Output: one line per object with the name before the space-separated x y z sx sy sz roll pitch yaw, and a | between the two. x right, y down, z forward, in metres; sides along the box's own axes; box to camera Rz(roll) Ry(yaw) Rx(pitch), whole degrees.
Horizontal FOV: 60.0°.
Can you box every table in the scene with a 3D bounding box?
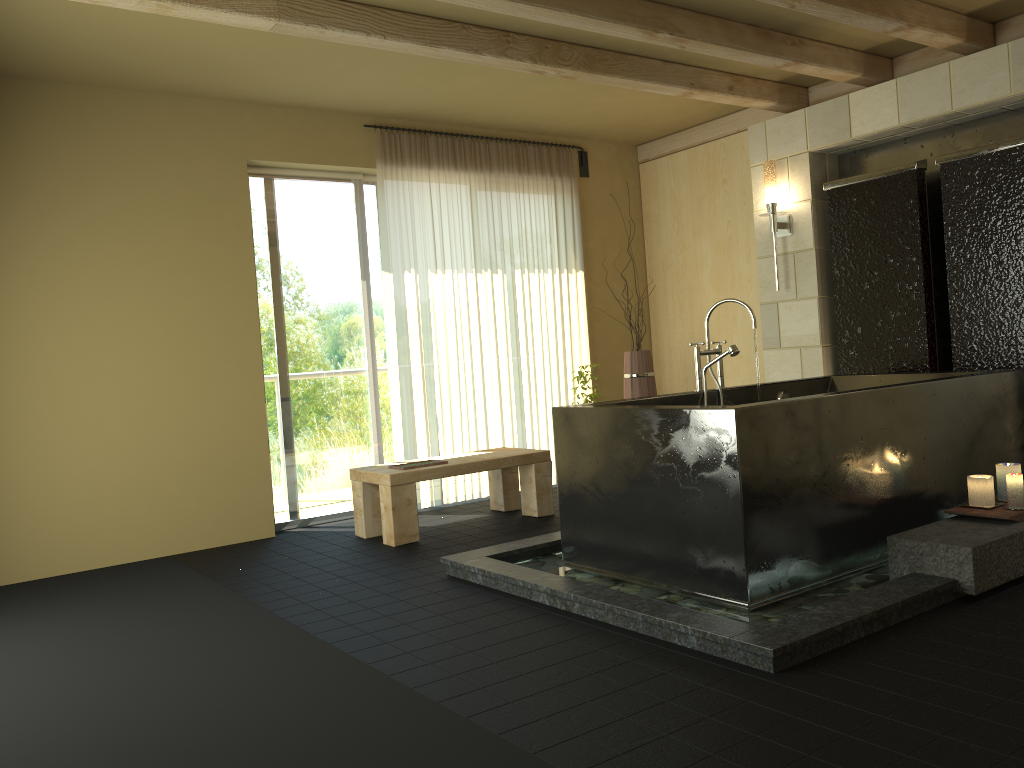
table | -0.347 0.656 5.383 1.125 0.400 0.513 -5 2 -35

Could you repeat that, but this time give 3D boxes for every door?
door | -1.224 -0.244 5.872 1.038 2.333 0.063 -5 1 -36

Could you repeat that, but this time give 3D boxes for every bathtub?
bathtub | 1.363 0.137 4.203 2.133 1.162 1.067 -5 2 -35

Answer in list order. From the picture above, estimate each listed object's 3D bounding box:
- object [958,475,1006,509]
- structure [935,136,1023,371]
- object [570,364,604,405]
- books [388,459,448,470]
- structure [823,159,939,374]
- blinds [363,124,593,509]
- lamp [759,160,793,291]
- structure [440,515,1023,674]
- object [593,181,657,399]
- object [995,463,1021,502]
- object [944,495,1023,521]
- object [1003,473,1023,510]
object | 1.935 0.442 3.657 0.131 0.124 0.131 -5 1 -35
structure | 2.648 -0.263 4.738 0.094 2.067 0.640 -5 1 -35
object | 0.527 0.308 6.059 0.242 0.929 0.266 -4 1 3
books | -0.546 0.469 5.162 0.294 0.014 0.181 -5 2 -35
structure | 2.232 -0.249 5.329 0.094 2.067 0.640 -5 1 -35
blinds | -0.092 -0.501 6.413 1.945 2.580 0.064 -5 1 -36
lamp | 1.696 -1.021 5.734 0.188 0.837 0.176 -5 1 -35
structure | 1.792 0.847 4.439 3.802 0.636 1.971 -5 2 -35
object | 0.825 -0.341 6.359 0.467 2.179 0.463 -4 1 15
object | 2.093 0.413 3.731 0.112 0.154 0.112 -5 1 -40
object | 2.021 0.514 3.648 0.441 0.031 0.254 -5 2 -35
object | 2.021 0.431 3.560 0.091 0.140 0.091 -5 1 -40
